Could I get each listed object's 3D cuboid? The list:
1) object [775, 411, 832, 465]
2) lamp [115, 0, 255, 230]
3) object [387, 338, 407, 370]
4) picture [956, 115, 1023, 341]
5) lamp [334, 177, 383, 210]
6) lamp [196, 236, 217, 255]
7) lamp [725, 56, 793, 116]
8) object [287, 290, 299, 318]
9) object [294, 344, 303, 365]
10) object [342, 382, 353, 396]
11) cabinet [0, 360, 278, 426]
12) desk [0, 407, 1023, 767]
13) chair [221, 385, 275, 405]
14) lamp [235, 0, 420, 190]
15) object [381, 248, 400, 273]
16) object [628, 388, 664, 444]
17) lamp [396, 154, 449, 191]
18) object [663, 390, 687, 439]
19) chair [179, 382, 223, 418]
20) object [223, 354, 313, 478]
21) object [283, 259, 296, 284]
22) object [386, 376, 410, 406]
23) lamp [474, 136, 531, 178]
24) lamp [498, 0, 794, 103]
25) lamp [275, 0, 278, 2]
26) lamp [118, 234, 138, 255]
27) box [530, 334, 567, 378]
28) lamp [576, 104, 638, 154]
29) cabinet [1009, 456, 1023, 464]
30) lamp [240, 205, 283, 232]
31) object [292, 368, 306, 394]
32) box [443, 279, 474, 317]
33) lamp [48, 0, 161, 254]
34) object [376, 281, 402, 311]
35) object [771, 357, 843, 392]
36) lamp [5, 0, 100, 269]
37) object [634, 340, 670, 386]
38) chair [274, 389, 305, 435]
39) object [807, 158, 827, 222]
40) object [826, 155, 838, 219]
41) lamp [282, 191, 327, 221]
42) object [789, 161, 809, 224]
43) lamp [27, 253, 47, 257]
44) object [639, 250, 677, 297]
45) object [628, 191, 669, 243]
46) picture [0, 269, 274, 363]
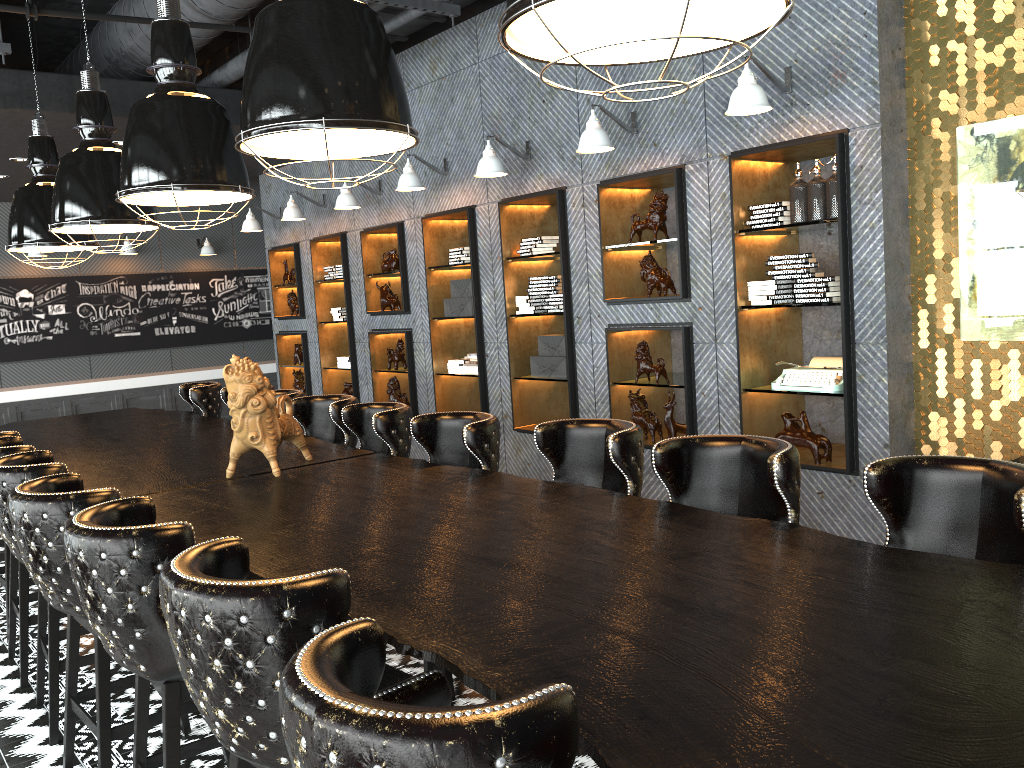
[{"bbox_3d":[1.680,0.305,5.107,0.165,0.303,0.341,-7,7,-33],"label":"object"},{"bbox_3d":[-1.601,-1.880,4.095,0.621,2.300,0.622,-3,5,7],"label":"lamp"},{"bbox_3d":[-1.137,-0.290,8.597,0.143,0.306,0.317,-9,7,-43],"label":"object"},{"bbox_3d":[2.756,-0.725,3.880,0.022,1.072,1.574,-8,7,-38],"label":"picture"},{"bbox_3d":[-1.409,-1.770,8.175,0.490,0.287,0.244,-6,6,-22],"label":"lamp"},{"bbox_3d":[-4.551,-2.062,13.218,0.244,0.287,0.490,-6,6,-22],"label":"lamp"},{"bbox_3d":[1.348,-1.591,4.700,0.490,0.287,0.244,-6,6,-22],"label":"lamp"},{"bbox_3d":[-2.481,-0.924,10.191,0.155,0.329,0.236,-7,6,-33],"label":"object"},{"bbox_3d":[-2.436,-0.352,10.318,0.126,0.249,0.253,-1,6,27],"label":"object"},{"bbox_3d":[-1.669,0.092,9.515,0.314,0.251,0.157,-6,6,-23],"label":"object"},{"bbox_3d":[-5.068,0.620,9.249,8.425,0.826,6.313,-8,7,-38],"label":"cabinet"},{"bbox_3d":[-1.084,0.852,3.875,1.434,0.926,7.596,-8,7,-38],"label":"desk"},{"bbox_3d":[-1.921,0.571,6.269,0.568,1.091,0.504,-9,7,-41],"label":"chair"},{"bbox_3d":[-0.695,-1.825,2.952,0.621,2.300,0.622,-3,5,7],"label":"lamp"},{"bbox_3d":[-1.160,-1.175,8.461,0.139,0.222,0.278,-8,7,-38],"label":"object"},{"bbox_3d":[0.921,0.215,6.089,0.266,0.359,0.168,2,8,45],"label":"object"},{"bbox_3d":[-0.729,-1.753,7.314,0.490,0.287,0.244,-6,6,-22],"label":"lamp"},{"bbox_3d":[1.106,0.218,5.905,0.198,0.358,0.116,-5,5,-8],"label":"object"},{"bbox_3d":[-2.464,0.555,6.788,0.568,1.091,0.504,-7,6,-29],"label":"chair"},{"bbox_3d":[-1.076,0.125,3.917,0.249,0.545,0.475,-2,6,15],"label":"object"},{"bbox_3d":[-2.547,-1.289,10.153,0.097,0.290,0.290,-8,7,-39],"label":"object"},{"bbox_3d":[-1.097,0.117,8.565,0.177,0.387,0.338,-7,6,-30],"label":"object"},{"bbox_3d":[-0.049,-1.668,6.464,0.490,0.287,0.244,-6,6,-22],"label":"lamp"},{"bbox_3d":[0.212,-1.770,1.808,0.621,2.300,0.622,-3,5,7],"label":"lamp"},{"bbox_3d":[-1.680,-2.734,6.336,0.380,1.044,0.382,-5,5,-12],"label":"lamp"},{"bbox_3d":[-5.428,-1.970,12.525,0.244,0.287,0.490,-6,6,-22],"label":"lamp"},{"bbox_3d":[0.336,-0.220,6.889,0.323,0.315,0.419,-8,7,-38],"label":"box"},{"bbox_3d":[0.627,-1.625,5.611,0.490,0.287,0.244,-6,6,-22],"label":"lamp"},{"bbox_3d":[2.747,0.722,3.569,0.710,0.737,1.386,-8,7,-38],"label":"cabinet"},{"bbox_3d":[-2.799,-1.861,9.927,0.490,0.287,0.244,-6,6,-22],"label":"lamp"},{"bbox_3d":[-2.439,0.005,10.305,0.269,0.362,0.170,2,8,45],"label":"object"},{"bbox_3d":[-0.401,-0.752,7.712,0.298,0.315,0.419,-8,7,-38],"label":"box"},{"bbox_3d":[-2.508,-1.936,5.239,0.621,2.300,0.622,-3,5,7],"label":"lamp"},{"bbox_3d":[-1.174,-0.840,8.514,0.154,0.309,0.324,-7,7,-33],"label":"object"},{"bbox_3d":[1.789,-0.066,5.222,0.485,0.148,0.535,-9,7,-39],"label":"object"},{"bbox_3d":[-3.415,-1.991,6.383,0.621,2.300,0.622,-3,5,7],"label":"lamp"},{"bbox_3d":[0.926,-0.145,5.928,0.135,0.294,0.257,-7,6,-30],"label":"object"},{"bbox_3d":[-1.569,0.608,5.675,0.504,1.091,0.569,1,7,42],"label":"chair"},{"bbox_3d":[1.682,-1.065,4.876,0.109,0.349,0.109,0,7,37],"label":"object"},{"bbox_3d":[1.752,-1.061,4.785,0.109,0.349,0.109,-2,6,22],"label":"object"},{"bbox_3d":[-2.126,-1.831,9.077,0.490,0.287,0.244,-6,6,-22],"label":"lamp"},{"bbox_3d":[1.610,-1.070,4.967,0.109,0.349,0.109,-3,5,7],"label":"object"},{"bbox_3d":[-6.329,-1.837,11.815,0.244,0.287,0.490,-6,6,-22],"label":"lamp"},{"bbox_3d":[0.966,-0.720,5.864,0.159,0.337,0.242,-7,6,-33],"label":"object"},{"bbox_3d":[0.909,-1.105,5.876,0.152,0.325,0.292,-8,7,-40],"label":"object"},{"bbox_3d":[-5.463,-1.041,12.898,12.474,1.102,0.200,-8,7,-38],"label":"picture"}]
